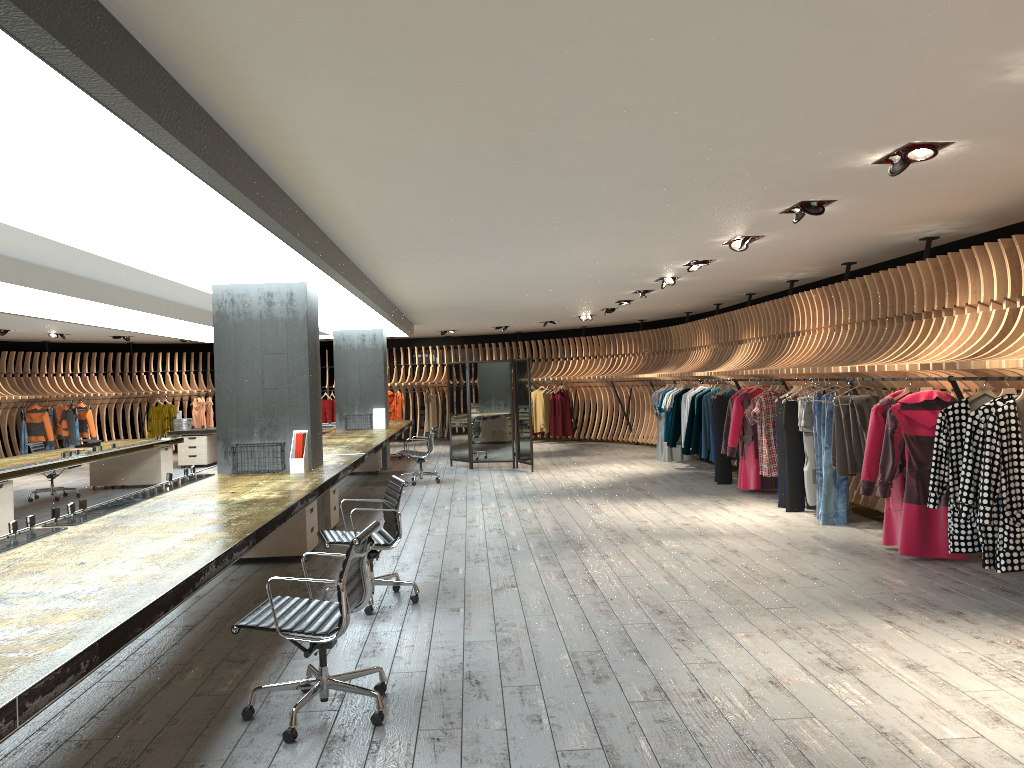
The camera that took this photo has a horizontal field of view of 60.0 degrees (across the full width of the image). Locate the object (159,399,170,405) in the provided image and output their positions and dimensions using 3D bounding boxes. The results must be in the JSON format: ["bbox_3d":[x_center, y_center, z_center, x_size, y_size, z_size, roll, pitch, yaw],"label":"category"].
[{"bbox_3d":[-8.334,0.419,21.308,0.525,0.270,0.012,-2,-1,27],"label":"object"}]

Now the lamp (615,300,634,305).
[{"bbox_3d":[1.870,-1.411,14.738,0.269,0.294,0.492,-2,0,-3],"label":"lamp"}]

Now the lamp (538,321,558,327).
[{"bbox_3d":[0.814,-1.395,19.327,0.269,0.292,0.492,-2,0,-35],"label":"lamp"}]

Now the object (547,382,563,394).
[{"bbox_3d":[1.047,0.095,21.043,0.525,0.270,0.012,-2,-1,-28],"label":"object"}]

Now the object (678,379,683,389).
[{"bbox_3d":[2.909,0.055,15.160,0.525,0.270,0.012,-2,-1,2],"label":"object"}]

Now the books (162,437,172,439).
[{"bbox_3d":[-5.804,0.900,14.879,0.155,0.025,0.110,-2,0,-8],"label":"books"}]

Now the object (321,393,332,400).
[{"bbox_3d":[-4.841,0.288,23.046,0.525,0.270,0.012,-2,-1,42],"label":"object"}]

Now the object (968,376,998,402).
[{"bbox_3d":[3.358,0.078,6.296,0.525,0.270,0.012,-2,-1,17],"label":"object"}]

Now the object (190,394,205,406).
[{"bbox_3d":[-7.741,0.393,21.812,0.525,0.270,0.012,-2,-1,32],"label":"object"}]

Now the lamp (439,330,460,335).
[{"bbox_3d":[-1.546,-1.322,21.404,0.492,0.292,0.269,-2,0,30],"label":"lamp"}]

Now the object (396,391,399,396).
[{"bbox_3d":[-2.966,0.223,23.085,0.012,0.270,0.525,-2,0,-23],"label":"object"}]

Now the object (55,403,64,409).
[{"bbox_3d":[-9.797,0.477,19.207,0.525,0.270,0.012,-2,-1,17],"label":"object"}]

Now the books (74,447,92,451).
[{"bbox_3d":[-6.121,0.927,12.660,0.213,0.026,0.366,-2,0,-2],"label":"books"}]

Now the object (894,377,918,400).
[{"bbox_3d":[3.309,0.076,7.355,0.525,0.270,0.012,-2,-1,17],"label":"object"}]

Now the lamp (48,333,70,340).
[{"bbox_3d":[-9.144,-1.042,17.844,0.269,0.296,0.493,-2,0,17],"label":"lamp"}]

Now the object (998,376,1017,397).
[{"bbox_3d":[3.345,0.080,5.969,0.525,0.270,0.012,-2,-1,-3],"label":"object"}]

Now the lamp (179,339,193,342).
[{"bbox_3d":[-7.485,-1.110,20.518,0.493,0.297,0.269,-2,0,-43],"label":"lamp"}]

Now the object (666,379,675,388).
[{"bbox_3d":[2.853,0.052,16.016,0.525,0.270,0.012,-2,-1,-13],"label":"object"}]

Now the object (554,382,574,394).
[{"bbox_3d":[1.220,0.089,20.847,0.525,0.270,0.012,-2,-1,-28],"label":"object"}]

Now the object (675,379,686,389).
[{"bbox_3d":[2.876,0.062,15.265,0.523,0.289,0.015,-2,-1,7],"label":"object"}]

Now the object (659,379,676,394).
[{"bbox_3d":[2.868,0.052,15.880,0.525,0.270,0.012,-2,-1,12],"label":"object"}]

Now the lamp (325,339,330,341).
[{"bbox_3d":[-4.640,-1.215,21.857,0.493,0.296,0.269,-2,0,-9],"label":"lamp"}]

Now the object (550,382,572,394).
[{"bbox_3d":[1.159,0.091,20.928,0.525,0.270,0.012,-2,-1,-3],"label":"object"}]

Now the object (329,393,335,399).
[{"bbox_3d":[-4.676,0.282,23.068,0.012,0.270,0.525,-2,0,-33],"label":"object"}]

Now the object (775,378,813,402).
[{"bbox_3d":[3.169,0.068,9.839,0.525,0.270,0.012,-2,-1,37],"label":"object"}]

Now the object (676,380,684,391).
[{"bbox_3d":[2.937,0.060,15.074,0.523,0.291,0.013,-2,-1,-8],"label":"object"}]

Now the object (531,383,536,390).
[{"bbox_3d":[0.501,0.111,21.579,0.525,0.270,0.012,-2,-1,-38],"label":"object"}]

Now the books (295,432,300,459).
[{"bbox_3d":[-2.001,0.638,8.302,0.048,0.368,0.215,-2,0,-3],"label":"books"}]

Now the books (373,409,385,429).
[{"bbox_3d":[-2.365,0.623,15.789,0.215,0.368,0.073,-2,-1,-3],"label":"books"}]

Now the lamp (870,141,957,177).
[{"bbox_3d":[2.333,-1.386,5.181,0.269,0.294,0.492,-2,0,-3],"label":"lamp"}]

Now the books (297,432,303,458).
[{"bbox_3d":[-1.979,0.637,8.303,0.048,0.368,0.215,-2,0,-3],"label":"books"}]

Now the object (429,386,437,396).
[{"bbox_3d":[-2.053,0.195,22.920,0.012,0.270,0.525,-2,0,17],"label":"object"}]

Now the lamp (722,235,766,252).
[{"bbox_3d":[2.178,-1.399,8.367,0.269,0.284,0.492,-2,0,-3],"label":"lamp"}]

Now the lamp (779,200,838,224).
[{"bbox_3d":[2.256,-1.391,6.774,0.269,0.291,0.492,-2,0,-3],"label":"lamp"}]

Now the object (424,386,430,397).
[{"bbox_3d":[-2.184,0.199,22.931,0.012,0.270,0.525,-2,0,12],"label":"object"}]

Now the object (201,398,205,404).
[{"bbox_3d":[-7.646,0.389,21.884,0.012,0.270,0.525,-2,0,-33],"label":"object"}]

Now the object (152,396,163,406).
[{"bbox_3d":[-8.459,0.424,21.174,0.525,0.270,0.012,-2,-1,27],"label":"object"}]

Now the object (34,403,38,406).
[{"bbox_3d":[-10.023,0.485,18.659,0.525,0.270,0.012,-2,-1,12],"label":"object"}]

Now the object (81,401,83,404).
[{"bbox_3d":[-9.562,0.465,19.695,0.525,0.270,0.012,-2,-1,27],"label":"object"}]

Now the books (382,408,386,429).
[{"bbox_3d":[-2.369,0.622,15.859,0.215,0.368,0.047,-2,-1,-3],"label":"books"}]

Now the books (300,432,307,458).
[{"bbox_3d":[-1.957,0.637,8.304,0.048,0.368,0.215,-2,0,-3],"label":"books"}]

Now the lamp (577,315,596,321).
[{"bbox_3d":[1.504,-1.415,17.898,0.269,0.287,0.492,-2,0,-22],"label":"lamp"}]

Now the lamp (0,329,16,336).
[{"bbox_3d":[-9.387,-1.028,16.277,0.269,0.292,0.492,-2,0,4],"label":"lamp"}]

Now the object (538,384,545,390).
[{"bbox_3d":[0.723,0.100,21.372,0.525,0.270,0.012,-2,-1,-3],"label":"object"}]

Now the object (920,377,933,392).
[{"bbox_3d":[3.289,0.078,7.031,0.525,0.270,0.012,-2,-1,27],"label":"object"}]

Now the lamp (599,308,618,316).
[{"bbox_3d":[1.789,-1.416,16.331,0.269,0.291,0.492,-2,0,-7],"label":"lamp"}]

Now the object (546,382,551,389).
[{"bbox_3d":[0.874,0.096,21.210,0.012,0.270,0.525,-3,0,37],"label":"object"}]

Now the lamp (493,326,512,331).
[{"bbox_3d":[-0.228,-1.363,20.522,0.492,0.294,0.269,-2,0,42],"label":"lamp"}]

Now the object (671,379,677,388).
[{"bbox_3d":[2.895,0.052,15.708,0.525,0.270,0.012,-2,-1,-18],"label":"object"}]

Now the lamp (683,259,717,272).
[{"bbox_3d":[2.101,-1.397,9.960,0.269,0.296,0.492,-2,0,-3],"label":"lamp"}]

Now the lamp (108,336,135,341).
[{"bbox_3d":[-8.494,-1.072,19.290,0.269,0.293,0.493,-2,0,30],"label":"lamp"}]

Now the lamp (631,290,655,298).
[{"bbox_3d":[1.947,-1.411,13.146,0.269,0.286,0.492,-2,0,-3],"label":"lamp"}]

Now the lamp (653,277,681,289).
[{"bbox_3d":[2.024,-1.399,11.553,0.269,0.301,0.492,-2,0,-3],"label":"lamp"}]

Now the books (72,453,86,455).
[{"bbox_3d":[-5.633,0.909,11.505,0.155,0.025,0.110,-2,0,-8],"label":"books"}]

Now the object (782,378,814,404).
[{"bbox_3d":[3.188,0.068,9.627,0.525,0.270,0.012,-2,-1,-3],"label":"object"}]

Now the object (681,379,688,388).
[{"bbox_3d":[2.932,0.062,14.969,0.524,0.285,0.013,-2,-1,-8],"label":"object"}]

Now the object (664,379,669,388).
[{"bbox_3d":[2.854,0.051,16.161,0.525,0.270,0.012,-2,-1,12],"label":"object"}]

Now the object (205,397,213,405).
[{"bbox_3d":[-7.503,0.384,21.966,0.012,0.270,0.525,-1,0,-38],"label":"object"}]

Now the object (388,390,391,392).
[{"bbox_3d":[-3.193,0.231,23.108,0.012,0.270,0.525,-2,0,27],"label":"object"}]
